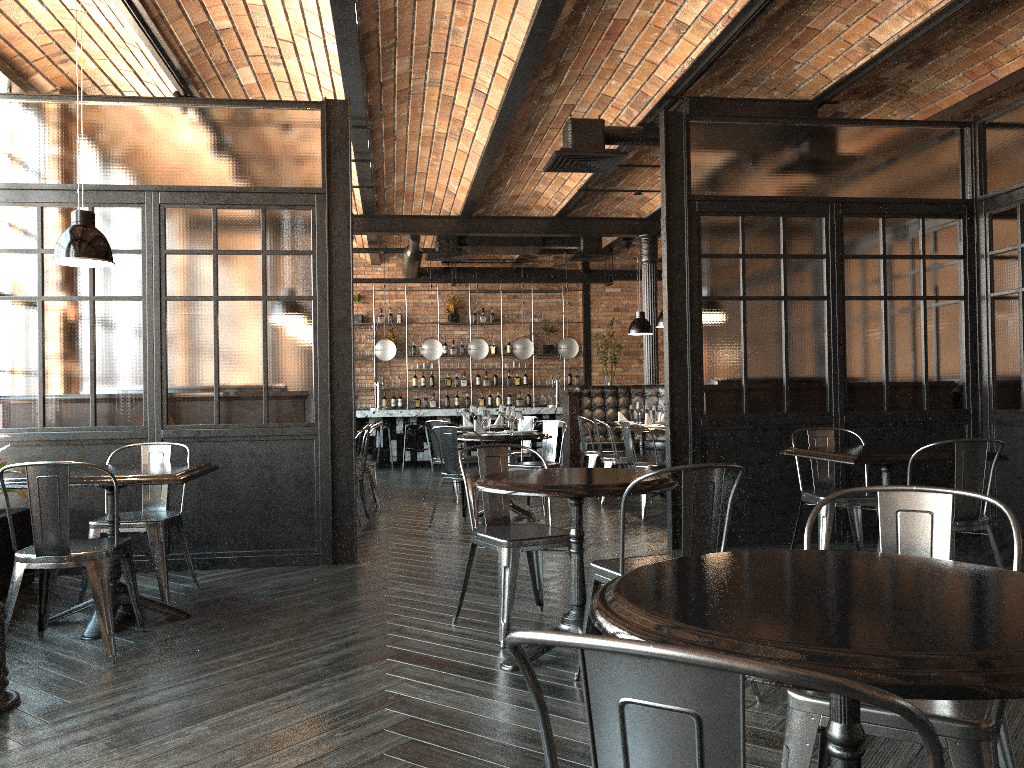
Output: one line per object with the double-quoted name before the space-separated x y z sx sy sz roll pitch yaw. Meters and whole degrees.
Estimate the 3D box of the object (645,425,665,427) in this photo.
"object" 1.455 0.423 8.903 0.255 0.019 0.157 -1 -1 -2

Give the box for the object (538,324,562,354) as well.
"object" 0.679 -0.818 16.104 0.374 0.560 0.398 0 -1 -35

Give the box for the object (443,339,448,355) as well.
"object" -1.193 -0.661 15.891 0.086 0.298 0.086 -2 -1 41

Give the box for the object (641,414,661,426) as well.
"object" 1.404 0.371 9.094 0.232 0.139 0.232 -1 -1 -23

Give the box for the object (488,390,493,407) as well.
"object" -0.391 0.263 15.992 0.086 0.298 0.086 -2 -1 41

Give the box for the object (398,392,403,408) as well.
"object" -1.982 0.285 15.770 0.086 0.298 0.086 -2 -1 41

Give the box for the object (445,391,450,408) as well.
"object" -1.158 0.273 15.849 0.086 0.297 0.086 -1 -1 26

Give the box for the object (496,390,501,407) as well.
"object" -0.245 0.261 15.998 0.080 0.299 0.080 -1 -1 -5

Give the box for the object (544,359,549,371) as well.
"object" 0.629 -0.352 16.033 0.092 0.244 0.092 -1 -1 32

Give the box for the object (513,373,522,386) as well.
"object" 0.098 -0.083 16.049 0.151 0.248 0.094 -1 -1 1

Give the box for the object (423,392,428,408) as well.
"object" -1.540 0.287 15.823 0.083 0.282 0.083 -1 -1 -8

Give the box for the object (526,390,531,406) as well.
"object" 0.304 0.251 16.076 0.086 0.299 0.086 -2 -1 41

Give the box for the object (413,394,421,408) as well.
"object" -1.692 0.307 15.801 0.151 0.248 0.094 -1 -1 -19

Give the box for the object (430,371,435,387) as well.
"object" -1.430 -0.086 15.846 0.086 0.297 0.086 -2 -1 41

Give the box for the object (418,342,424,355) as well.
"object" -1.594 -0.629 15.828 0.151 0.248 0.094 -1 -1 -4

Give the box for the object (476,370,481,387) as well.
"object" -0.603 -0.098 15.963 0.086 0.298 0.086 -2 -1 41

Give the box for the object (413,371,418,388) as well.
"object" -1.725 -0.081 15.809 0.086 0.299 0.086 -2 -1 41

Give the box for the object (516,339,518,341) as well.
"object" 0.101 -0.669 16.045 0.123 0.279 0.123 -1 -1 1

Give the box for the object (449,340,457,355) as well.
"object" -1.051 -0.652 15.889 0.123 0.279 0.123 -1 -1 -19

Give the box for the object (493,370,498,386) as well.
"object" -0.295 -0.104 16.000 0.086 0.299 0.086 -2 -1 41

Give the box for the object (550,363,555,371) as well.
"object" 0.727 -0.354 16.046 0.092 0.244 0.092 -1 -1 32

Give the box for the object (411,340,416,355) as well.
"object" -1.754 -0.644 15.808 0.083 0.282 0.083 -1 -1 -23

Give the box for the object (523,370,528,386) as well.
"object" 0.249 -0.110 16.084 0.086 0.298 0.086 -2 -1 41

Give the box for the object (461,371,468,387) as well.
"object" -0.851 -0.085 15.907 0.123 0.279 0.123 -1 -1 6

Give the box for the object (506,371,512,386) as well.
"object" -0.054 -0.098 16.029 0.083 0.282 0.083 -1 -1 -23

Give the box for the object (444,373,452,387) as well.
"object" -1.143 -0.064 15.881 0.151 0.248 0.094 -1 -1 -19

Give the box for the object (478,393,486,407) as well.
"object" -0.542 0.290 15.957 0.151 0.248 0.094 -1 -1 1

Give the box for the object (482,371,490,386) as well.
"object" -0.460 -0.090 15.960 0.123 0.279 0.123 -1 -1 -19

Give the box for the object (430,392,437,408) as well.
"object" -1.401 0.287 15.828 0.123 0.279 0.123 -1 -1 6

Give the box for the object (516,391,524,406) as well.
"object" 0.139 0.264 16.036 0.123 0.279 0.123 -1 -1 -19

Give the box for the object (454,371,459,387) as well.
"object" -0.990 -0.085 15.902 0.083 0.282 0.083 -1 -1 -8

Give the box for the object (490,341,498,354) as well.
"object" -0.327 -0.647 16.000 0.151 0.248 0.094 -1 -1 21

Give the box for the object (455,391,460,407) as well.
"object" -0.983 0.271 15.906 0.086 0.298 0.086 -2 -1 41

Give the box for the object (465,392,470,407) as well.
"object" -0.800 0.276 15.923 0.083 0.282 0.083 -1 -1 -23

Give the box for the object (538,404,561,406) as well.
"object" 0.693 0.385 16.068 0.437 0.019 0.273 -1 -1 -8

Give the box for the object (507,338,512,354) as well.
"object" -0.047 -0.677 16.045 0.086 0.299 0.086 -2 -1 41

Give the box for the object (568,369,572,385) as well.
"object" 1.057 -0.124 16.183 0.086 0.299 0.086 -2 -1 41

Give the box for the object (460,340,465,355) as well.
"object" -0.893 -0.657 15.924 0.083 0.282 0.083 -1 -1 -8

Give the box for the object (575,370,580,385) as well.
"object" 1.192 -0.117 16.198 0.083 0.282 0.083 -1 -1 2

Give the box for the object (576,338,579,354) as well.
"object" 1.184 -0.696 16.233 0.086 0.298 0.086 0 -1 -44

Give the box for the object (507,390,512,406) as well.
"object" -0.044 0.257 16.033 0.086 0.298 0.086 -2 -1 41

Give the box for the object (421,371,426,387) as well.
"object" -1.584 -0.084 15.854 0.086 0.298 0.086 -2 -1 41

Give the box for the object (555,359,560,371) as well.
"object" 0.830 -0.355 16.060 0.092 0.244 0.092 -1 -1 32

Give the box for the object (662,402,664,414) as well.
"object" 1.581 0.309 9.044 0.092 0.244 0.092 -2 -1 43
